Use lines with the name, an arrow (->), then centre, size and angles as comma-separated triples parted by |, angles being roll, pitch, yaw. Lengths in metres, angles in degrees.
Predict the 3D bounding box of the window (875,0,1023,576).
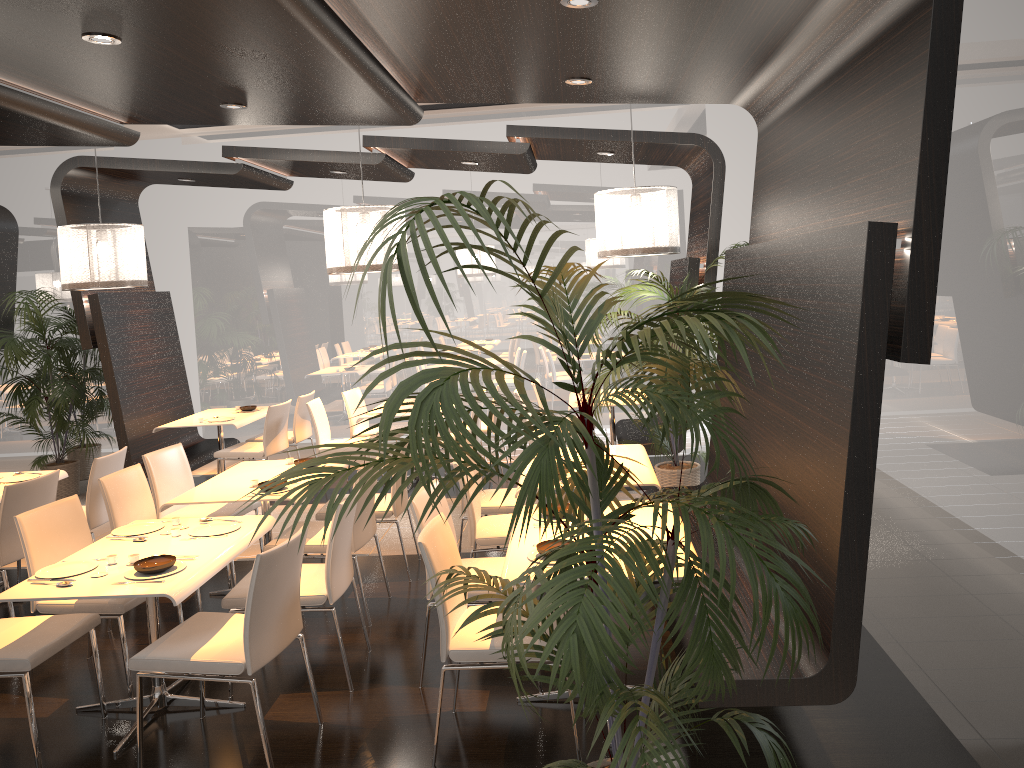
window -> 2.775, -1.075, 6.487 | 0.070, 3.963, 6.616 | -3, 5, 5

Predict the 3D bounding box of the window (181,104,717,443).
window -> -0.774, -1.330, 10.634 | 6.576, 3.969, 0.070 | -3, 2, 4

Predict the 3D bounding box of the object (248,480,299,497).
object -> -1.412, 0.591, 5.143 | 0.303, 0.044, 0.367 | -3, 6, 3

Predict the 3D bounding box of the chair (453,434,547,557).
chair -> -0.066, 0.758, 5.717 | 0.605, 0.871, 0.486 | -3, 3, 12

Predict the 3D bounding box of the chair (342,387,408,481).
chair -> -1.331, 0.482, 8.824 | 0.605, 0.867, 0.486 | -3, 3, 12

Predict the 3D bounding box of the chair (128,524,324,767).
chair -> -1.149, 1.059, 3.614 | 0.605, 0.871, 0.486 | -3, 3, 12

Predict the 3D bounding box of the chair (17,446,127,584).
chair -> -2.922, 0.902, 5.936 | 0.605, 0.867, 0.486 | -3, 3, 2

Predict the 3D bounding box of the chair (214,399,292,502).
chair -> -2.370, 0.613, 8.214 | 0.605, 0.867, 0.486 | -3, 3, 12

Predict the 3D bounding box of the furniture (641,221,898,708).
furniture -> 1.092, 0.123, 4.508 | 0.757, 1.668, 2.917 | -3, 5, 5

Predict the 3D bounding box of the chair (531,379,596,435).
chair -> 0.520, 0.390, 8.661 | 0.605, 0.867, 0.486 | -3, 3, 7

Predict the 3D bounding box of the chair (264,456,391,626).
chair -> -1.049, 0.883, 5.105 | 0.605, 0.867, 0.486 | -3, 3, 7

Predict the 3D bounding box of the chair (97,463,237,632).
chair -> -2.021, 0.934, 5.194 | 0.605, 0.871, 0.486 | -3, 3, 7

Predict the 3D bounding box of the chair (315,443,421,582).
chair -> -0.928, 0.799, 5.790 | 0.605, 0.867, 0.486 | -3, 3, 2

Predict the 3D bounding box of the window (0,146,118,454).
window -> -7.942, -0.963, 11.175 | 6.576, 3.969, 0.070 | -3, 2, 4

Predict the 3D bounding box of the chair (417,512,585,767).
chair -> -0.035, 0.996, 3.565 | 0.605, 0.867, 0.486 | -3, 3, 7

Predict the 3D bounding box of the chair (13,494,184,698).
chair -> -2.033, 1.027, 4.372 | 0.605, 0.871, 0.486 | -3, 3, 12

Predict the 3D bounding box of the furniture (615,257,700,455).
furniture -> 1.319, -0.310, 8.238 | 0.757, 1.670, 1.408 | -3, 4, 5

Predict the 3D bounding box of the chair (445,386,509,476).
chair -> -0.350, 0.438, 8.717 | 0.605, 0.871, 0.486 | -3, 3, 7

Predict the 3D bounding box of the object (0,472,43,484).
object -> -3.350, 0.618, 5.958 | 0.335, 0.038, 0.378 | -4, 6, -7

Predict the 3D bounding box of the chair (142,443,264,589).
chair -> -2.055, 0.856, 5.882 | 0.605, 0.867, 0.486 | -3, 3, 12

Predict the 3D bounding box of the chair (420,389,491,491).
chair -> -0.521, 0.516, 8.094 | 0.605, 0.867, 0.486 | -3, 3, 7

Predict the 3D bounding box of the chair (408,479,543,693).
chair -> -0.140, 0.928, 4.228 | 0.605, 0.867, 0.486 | -3, 3, 12

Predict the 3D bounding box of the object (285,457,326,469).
object -> -1.364, 0.516, 5.790 | 0.303, 0.044, 0.367 | -3, 6, 3

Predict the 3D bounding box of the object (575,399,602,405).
object -> 0.737, 0.146, 7.990 | 0.335, 0.038, 0.379 | -4, 6, -2

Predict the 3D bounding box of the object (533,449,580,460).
object -> 0.279, 0.440, 5.621 | 0.335, 0.038, 0.379 | -4, 6, -2

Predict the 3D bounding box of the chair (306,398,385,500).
chair -> -1.542, 0.572, 8.156 | 0.605, 0.871, 0.486 | -3, 3, 2

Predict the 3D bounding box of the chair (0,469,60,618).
chair -> -3.043, 0.988, 5.252 | 0.605, 0.871, 0.486 | -3, 3, 12

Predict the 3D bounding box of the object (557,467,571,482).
object -> 0.266, 0.505, 5.019 | 0.303, 0.044, 0.367 | -3, 6, 3

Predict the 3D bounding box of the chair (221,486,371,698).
chair -> -1.028, 0.975, 4.298 | 0.605, 0.871, 0.486 | -3, 3, 2

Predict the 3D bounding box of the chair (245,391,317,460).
chair -> -2.280, 0.539, 8.844 | 0.605, 0.871, 0.486 | -3, 3, 7

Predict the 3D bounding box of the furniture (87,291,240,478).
furniture -> -3.314, -0.073, 8.587 | 0.757, 1.670, 1.408 | -3, 4, 5

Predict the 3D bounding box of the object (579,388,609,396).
object -> 0.788, 0.071, 8.606 | 0.303, 0.044, 0.367 | -3, 6, 3

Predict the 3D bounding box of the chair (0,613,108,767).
chair -> -2.171, 1.103, 3.762 | 0.605, 0.871, 0.486 | -3, 3, 7

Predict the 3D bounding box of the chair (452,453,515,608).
chair -> -0.010, 0.830, 5.050 | 0.605, 0.871, 0.486 | -3, 3, 2

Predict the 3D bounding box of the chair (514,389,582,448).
chair -> 0.349, 0.473, 8.038 | 0.605, 0.871, 0.486 | -3, 3, 7
